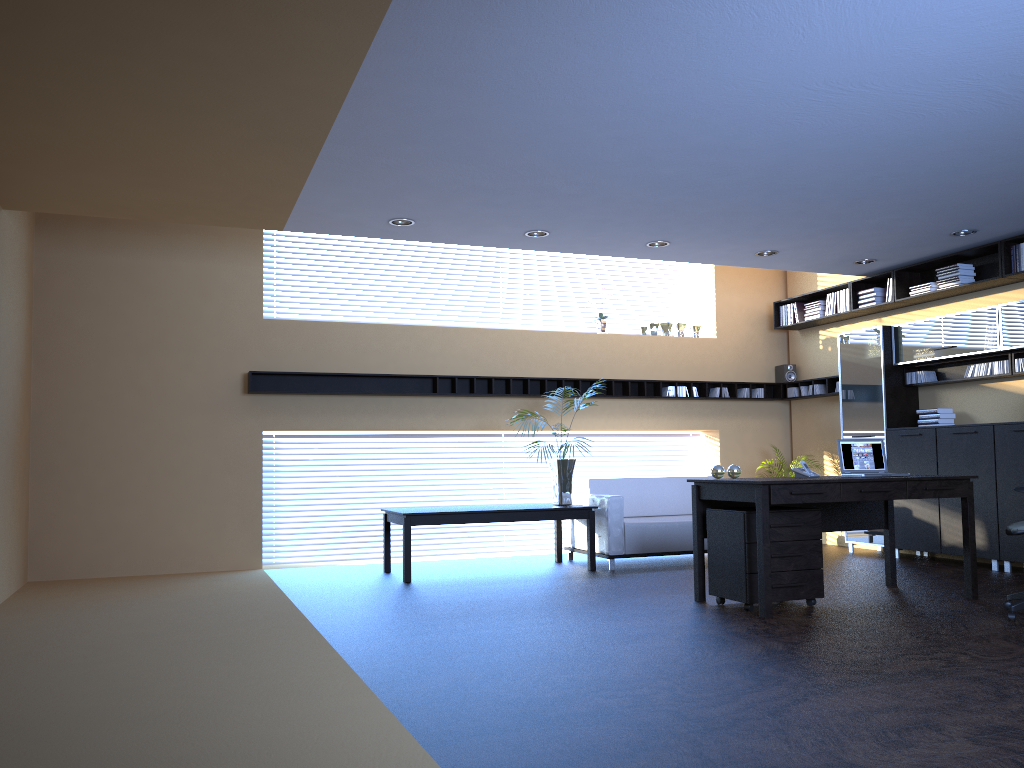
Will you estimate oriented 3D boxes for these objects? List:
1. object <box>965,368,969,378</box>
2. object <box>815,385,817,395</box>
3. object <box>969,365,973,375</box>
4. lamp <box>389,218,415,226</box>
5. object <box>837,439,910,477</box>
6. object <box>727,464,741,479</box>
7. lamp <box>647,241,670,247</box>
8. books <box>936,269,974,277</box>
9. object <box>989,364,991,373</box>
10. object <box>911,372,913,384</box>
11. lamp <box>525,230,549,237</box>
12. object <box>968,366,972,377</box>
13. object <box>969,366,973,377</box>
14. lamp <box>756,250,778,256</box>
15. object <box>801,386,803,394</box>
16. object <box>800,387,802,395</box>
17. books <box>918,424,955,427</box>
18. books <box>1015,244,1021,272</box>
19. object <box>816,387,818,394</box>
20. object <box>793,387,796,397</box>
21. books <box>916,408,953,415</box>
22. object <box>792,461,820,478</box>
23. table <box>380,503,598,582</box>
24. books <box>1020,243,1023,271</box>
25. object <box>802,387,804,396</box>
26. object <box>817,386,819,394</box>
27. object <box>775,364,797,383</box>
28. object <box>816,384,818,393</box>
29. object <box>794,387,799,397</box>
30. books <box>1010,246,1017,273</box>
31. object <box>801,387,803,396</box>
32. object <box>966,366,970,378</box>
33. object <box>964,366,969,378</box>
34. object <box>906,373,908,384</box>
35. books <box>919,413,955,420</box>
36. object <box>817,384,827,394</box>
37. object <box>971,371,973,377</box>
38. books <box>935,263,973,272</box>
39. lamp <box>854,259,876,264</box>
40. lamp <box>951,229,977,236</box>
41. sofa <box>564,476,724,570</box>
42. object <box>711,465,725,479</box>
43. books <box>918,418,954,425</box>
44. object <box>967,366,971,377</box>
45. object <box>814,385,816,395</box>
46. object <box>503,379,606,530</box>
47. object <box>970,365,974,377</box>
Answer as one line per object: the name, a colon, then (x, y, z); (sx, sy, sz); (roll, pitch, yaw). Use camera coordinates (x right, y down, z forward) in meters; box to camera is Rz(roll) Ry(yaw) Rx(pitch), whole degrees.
object: (4.453, -0.116, 8.561); (0.142, 0.112, 0.059); (1, -4, -21)
object: (3.679, 0.067, 10.560); (0.142, 0.120, 0.030); (1, -4, -21)
object: (4.465, -0.120, 8.522); (0.142, 0.112, 0.059); (1, -4, -21)
lamp: (-0.908, -1.376, 7.303); (0.209, 0.096, 0.208); (1, -5, -21)
object: (2.686, 0.547, 6.598); (0.390, 0.282, 0.323); (0, -4, -11)
object: (1.660, 0.654, 6.627); (0.105, 0.105, 0.105); (-1, -4, -2)
lamp: (1.345, -1.332, 8.169); (0.209, 0.096, 0.208); (-5, -6, 39)
books: (4.333, -1.080, 8.671); (0.207, 0.028, 0.259); (1, -5, -22)
object: (4.537, -0.141, 8.321); (0.140, 0.116, 0.036); (1, -4, -21)
object: (4.202, -0.061, 9.190); (0.142, 0.120, 0.009); (1, -4, -21)
lamp: (0.219, -1.354, 7.736); (0.209, 0.096, 0.208); (-5, -6, 39)
object: (4.456, -0.119, 8.529); (0.140, 0.109, 0.055); (1, -4, -21)
object: (4.464, -0.120, 8.521); (0.140, 0.109, 0.055); (1, -4, -21)
lamp: (2.471, -1.310, 8.602); (0.208, 0.096, 0.209); (3, -6, -39)
object: (3.591, 0.088, 10.787); (0.142, 0.120, 0.030); (1, -4, -21)
object: (3.584, 0.090, 10.807); (0.142, 0.120, 0.030); (1, -4, -21)
books: (4.245, 0.427, 8.867); (0.207, 0.050, 0.259); (1, -5, -20)
books: (4.616, -1.116, 7.959); (0.207, 0.258, 0.050); (1, -4, -21)
object: (3.682, 0.066, 10.550); (0.142, 0.120, 0.030); (1, -4, -21)
object: (3.534, 0.101, 10.936); (0.142, 0.120, 0.009); (1, -4, -21)
books: (4.240, 0.276, 8.896); (0.207, 0.050, 0.259); (1, -5, -22)
object: (2.164, 0.627, 6.526); (0.130, 0.126, 0.146); (2, -5, -36)
table: (-0.223, 1.486, 8.483); (1.895, 0.602, 0.899); (1, -5, -21)
books: (4.629, -1.121, 7.909); (0.207, 0.258, 0.050); (1, -4, -21)
object: (3.595, 0.087, 10.778); (0.142, 0.120, 0.030); (1, -4, -21)
object: (3.690, 0.064, 10.531); (0.142, 0.120, 0.030); (1, -4, -21)
object: (3.454, -0.121, 11.174); (0.159, 0.229, 0.254); (0, -4, -11)
object: (3.686, 0.065, 10.541); (0.142, 0.120, 0.030); (1, -4, -21)
object: (3.542, 0.101, 10.913); (0.142, 0.118, 0.040); (1, -4, -21)
books: (4.597, -1.112, 8.007); (0.207, 0.258, 0.050); (1, -4, -21)
object: (3.587, 0.089, 10.797); (0.142, 0.120, 0.030); (1, -4, -21)
object: (4.452, -0.117, 8.550); (0.142, 0.112, 0.059); (1, -4, -21)
object: (4.440, -0.115, 8.566); (0.142, 0.112, 0.059); (1, -4, -21)
object: (4.177, -0.055, 9.256); (0.142, 0.120, 0.009); (1, -4, -21)
books: (4.258, 0.326, 8.877); (0.207, 0.050, 0.259); (1, -5, -21)
object: (3.695, 0.064, 10.517); (0.142, 0.118, 0.040); (1, -4, -21)
object: (4.471, -0.120, 8.514); (0.142, 0.112, 0.059); (1, -4, -21)
books: (4.329, -1.135, 8.683); (0.207, 0.028, 0.259); (1, -5, -21)
lamp: (3.597, -1.289, 9.035); (0.208, 0.096, 0.209); (-1, -5, -3)
lamp: (4.030, -1.393, 7.912); (0.208, 0.096, 0.209); (2, -5, -27)
sofa: (1.686, 1.399, 9.231); (2.057, 0.847, 1.016); (1, -5, -21)
object: (1.540, 0.657, 6.636); (0.105, 0.105, 0.105); (-1, -4, -2)
books: (4.246, 0.377, 8.882); (0.207, 0.050, 0.259); (1, -5, -21)
object: (4.455, -0.118, 8.540); (0.142, 0.112, 0.059); (1, -4, -21)
object: (3.671, 0.068, 10.580); (0.142, 0.120, 0.009); (1, -4, -21)
object: (0.441, 0.924, 9.360); (1.040, 1.856, 1.899); (-1, -4, -1)
object: (4.465, -0.120, 8.511); (0.140, 0.109, 0.055); (1, -4, -21)
